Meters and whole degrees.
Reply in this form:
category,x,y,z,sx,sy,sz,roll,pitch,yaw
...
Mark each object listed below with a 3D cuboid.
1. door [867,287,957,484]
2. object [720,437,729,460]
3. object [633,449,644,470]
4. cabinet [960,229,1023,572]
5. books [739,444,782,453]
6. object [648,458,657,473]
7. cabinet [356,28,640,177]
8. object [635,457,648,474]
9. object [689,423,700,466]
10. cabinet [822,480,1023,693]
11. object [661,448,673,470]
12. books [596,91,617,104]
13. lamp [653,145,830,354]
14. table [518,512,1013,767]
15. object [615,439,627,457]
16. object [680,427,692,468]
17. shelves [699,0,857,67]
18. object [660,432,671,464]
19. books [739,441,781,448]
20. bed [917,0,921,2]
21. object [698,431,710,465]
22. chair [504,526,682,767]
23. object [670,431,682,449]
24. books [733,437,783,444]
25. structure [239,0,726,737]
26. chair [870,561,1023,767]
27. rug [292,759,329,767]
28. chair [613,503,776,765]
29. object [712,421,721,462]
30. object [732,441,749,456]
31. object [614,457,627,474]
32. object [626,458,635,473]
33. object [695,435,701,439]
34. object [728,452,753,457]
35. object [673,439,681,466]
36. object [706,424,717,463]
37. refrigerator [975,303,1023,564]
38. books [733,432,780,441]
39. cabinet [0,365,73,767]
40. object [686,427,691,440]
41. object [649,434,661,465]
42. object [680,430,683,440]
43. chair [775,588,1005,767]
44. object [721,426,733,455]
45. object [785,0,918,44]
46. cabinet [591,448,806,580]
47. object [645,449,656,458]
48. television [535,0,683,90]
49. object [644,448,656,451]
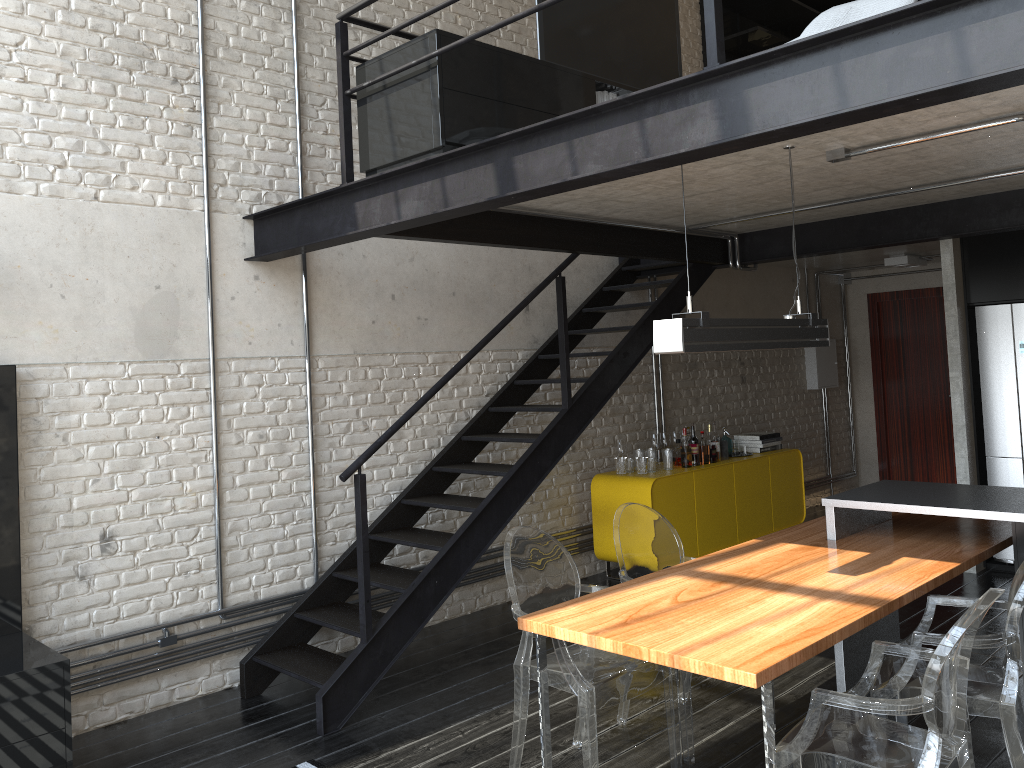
category,x,y,z,sx,sy,sz,roll,pitch,yaw
door,4.452,0.088,9.451,0.195,2.221,1.130,0,-3,-45
object,1.675,0.523,7.142,0.135,0.182,0.052,-3,-2,-8
object,0.967,0.576,6.751,0.087,0.155,0.087,-2,-2,-32
cabinet,4.275,0.044,5.685,0.553,2.480,2.314,-1,-2,-44
books,2.131,0.554,7.667,0.351,0.044,0.259,-4,1,-43
object,1.032,0.604,6.572,0.092,0.100,0.092,-3,-1,-7
cabinet,0.606,-1.329,5.125,3.183,0.552,0.605,-4,0,-45
object,0.955,0.599,6.497,0.096,0.120,0.095,-2,-1,-27
object,1.405,0.467,6.837,0.079,0.330,0.080,-5,-3,36
cabinet,3.281,0.860,4.177,2.749,1.006,2.426,-4,1,-45
object,1.173,0.568,6.666,0.087,0.155,0.087,-2,-2,-32
books,0.684,-1.459,4.985,0.976,0.225,0.166,-4,0,-45
lamp,0.902,-0.576,3.442,1.089,0.892,0.124,-3,-2,-44
table,1.312,1.104,3.674,2.676,0.734,0.925,-4,0,-45
object,0.825,0.540,6.679,0.092,0.245,0.092,-4,-2,29
object,1.326,0.484,6.757,0.081,0.309,0.081,-5,-3,37
shelves,3.476,-2.650,8.423,2.677,2.797,2.119,-2,-1,-45
object,1.231,0.512,7.093,0.092,0.245,0.092,-3,-2,6
books,2.128,0.517,7.654,0.259,0.031,0.329,-2,2,43
bed,2.643,-1.552,3.963,4.484,0.843,2.689,-4,1,-45
object,1.490,0.499,6.897,0.099,0.258,0.067,-1,-3,-39
chair,0.251,1.057,3.462,0.540,0.942,0.588,-1,-2,-45
object,1.331,0.505,7.180,0.092,0.245,0.092,-3,-2,6
books,2.126,0.486,7.671,0.351,0.031,0.287,-4,2,-45
structure,1.564,-0.226,4.187,3.790,3.347,4.773,-2,0,-45
chair,1.575,1.000,3.034,0.589,0.942,0.540,-4,-2,30
rug,-0.887,1.623,1.264,3.497,0.004,3.395,-4,2,-45
chair,0.729,1.024,3.891,0.540,0.942,0.588,-2,-2,-35
object,1.619,0.457,7.055,0.073,0.321,0.073,-5,-3,36
object,1.922,0.537,7.412,0.099,0.107,0.228,-3,0,-17
object,0.806,0.606,6.548,0.095,0.120,0.095,-3,-1,7
object,0.879,0.611,6.627,0.092,0.100,0.092,-3,-1,-7
object,1.493,0.516,7.055,0.101,0.212,0.100,-2,-2,-30
object,1.858,0.591,7.390,0.299,0.012,0.300,-2,1,26
object,1.298,0.532,6.885,0.087,0.206,0.087,-2,-2,-20
object,1.567,0.469,6.984,0.081,0.308,0.081,-5,-3,40
refrigerator,3.761,0.339,6.189,0.499,1.828,0.722,-1,-3,-45
books,2.119,0.452,7.661,0.325,0.038,0.258,-4,1,-43
cabinet,-3.100,0.847,2.638,3.109,1.726,0.731,-3,-1,-45
object,1.395,0.484,6.970,0.114,0.293,0.114,-2,-2,-17
object,1.138,0.518,7.010,0.092,0.245,0.092,-3,-2,6
object,1.420,0.499,7.267,0.092,0.245,0.092,-3,-2,6
chair,1.118,1.033,2.545,0.588,0.942,0.540,-4,-2,40
object,1.795,0.478,7.452,0.119,0.240,0.119,-2,-2,-28
object,1.986,-1.422,4.287,2.520,0.660,0.680,-4,0,-43
cabinet,1.572,1.002,7.122,2.203,0.771,0.547,-4,0,-45
object,1.049,0.573,6.686,0.087,0.155,0.087,-2,-2,-32
television,0.571,-2.034,5.157,1.319,0.864,0.295,-3,-1,-44
object,1.062,0.571,6.783,0.087,0.155,0.087,-2,-2,-32
